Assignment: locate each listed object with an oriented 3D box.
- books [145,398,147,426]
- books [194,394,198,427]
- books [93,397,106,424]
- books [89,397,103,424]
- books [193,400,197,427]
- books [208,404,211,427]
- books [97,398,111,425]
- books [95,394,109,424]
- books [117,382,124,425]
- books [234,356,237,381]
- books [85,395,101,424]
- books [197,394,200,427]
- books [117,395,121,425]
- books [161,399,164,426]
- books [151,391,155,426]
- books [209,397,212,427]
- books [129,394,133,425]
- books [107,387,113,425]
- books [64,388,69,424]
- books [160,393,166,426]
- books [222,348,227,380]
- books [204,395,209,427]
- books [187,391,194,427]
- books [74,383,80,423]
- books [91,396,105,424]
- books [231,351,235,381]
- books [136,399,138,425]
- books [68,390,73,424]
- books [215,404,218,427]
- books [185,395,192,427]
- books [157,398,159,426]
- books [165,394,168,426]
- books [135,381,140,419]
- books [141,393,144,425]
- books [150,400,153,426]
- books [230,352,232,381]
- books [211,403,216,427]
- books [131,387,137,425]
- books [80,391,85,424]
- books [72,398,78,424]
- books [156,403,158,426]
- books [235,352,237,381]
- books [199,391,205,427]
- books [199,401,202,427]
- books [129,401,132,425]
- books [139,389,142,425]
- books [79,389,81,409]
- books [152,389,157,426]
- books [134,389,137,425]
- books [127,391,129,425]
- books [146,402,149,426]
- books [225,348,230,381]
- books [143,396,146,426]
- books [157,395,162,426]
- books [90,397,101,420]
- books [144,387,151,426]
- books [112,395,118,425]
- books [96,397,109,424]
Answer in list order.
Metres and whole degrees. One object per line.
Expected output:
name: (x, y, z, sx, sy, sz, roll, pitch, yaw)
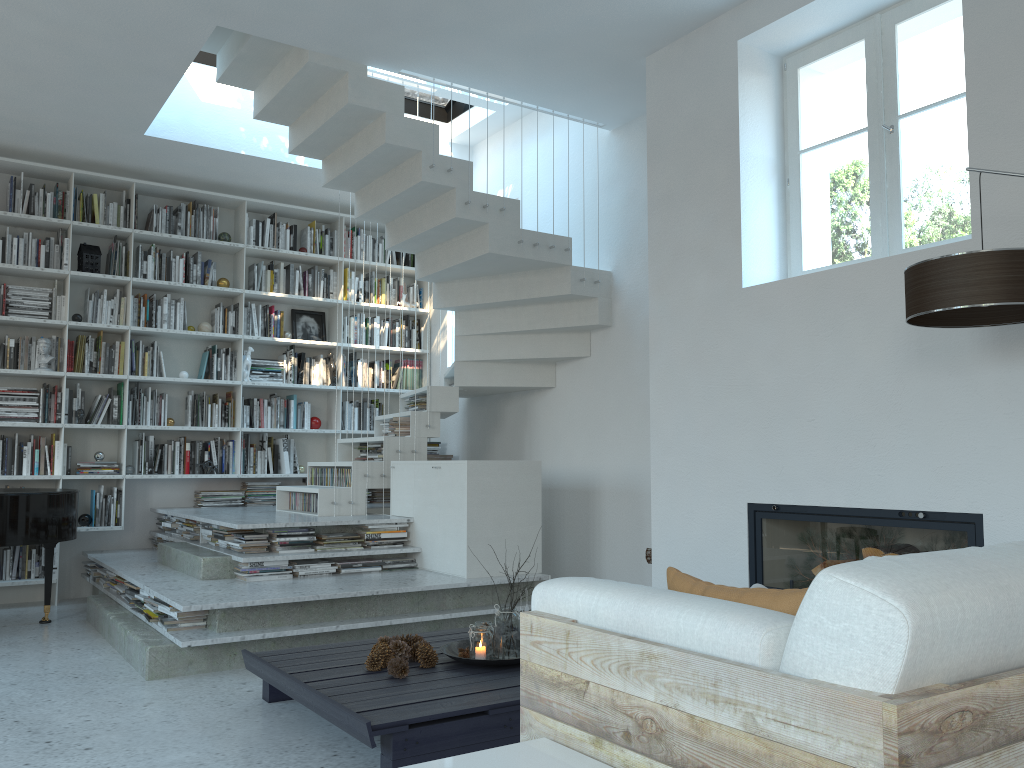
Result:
books: (-2.825, 0.217, 6.791, 0.013, 0.218, 0.161, 3, -6, -33)
books: (-2.510, 0.214, 7.012, 0.015, 0.262, 0.149, 3, -5, -33)
books: (-3.094, 0.208, 6.624, 0.090, 0.212, 0.143, 3, -6, -33)
books: (-3.108, 0.206, 6.596, 0.089, 0.210, 0.176, 3, -6, -33)
books: (-2.515, 0.236, 6.990, 0.016, 0.215, 0.178, 3, -6, -33)
books: (-2.426, 0.257, 7.039, 0.018, 0.182, 0.182, 3, -6, -33)
books: (-3.066, 0.213, 6.639, 0.091, 0.205, 0.169, 3, -6, -33)
books: (-3.081, 0.194, 6.633, 0.094, 0.238, 0.149, 3, -6, -33)
books: (-2.965, 0.155, 6.701, 0.014, 0.324, 0.183, 3, -5, -33)
books: (-2.271, -0.112, 7.193, 0.023, 0.212, 0.164, 3, -6, -33)
books: (-3.120, 0.196, 6.584, 0.095, 0.228, 0.190, 3, -6, -33)
books: (-2.500, 0.217, 7.018, 0.008, 0.258, 0.158, 3, -6, -33)
books: (-2.981, 0.204, 6.690, 0.021, 0.226, 0.148, 3, -6, -33)
books: (-2.722, 0.229, 6.861, 0.014, 0.207, 0.180, 3, -6, -33)
books: (-2.775, 0.196, 6.825, 0.012, 0.267, 0.183, 3, -6, -33)
books: (-2.427, 0.229, 7.077, 0.030, 0.244, 0.136, 3, -5, -33)
books: (-2.911, 0.203, 6.757, 0.011, 0.239, 0.136, 3, -5, -33)
books: (-3.025, 0.173, 6.675, 0.013, 0.285, 0.139, 3, -5, -33)
books: (-3.281, 0.169, 6.510, 0.024, 0.263, 0.154, 3, -5, -33)
books: (-2.713, 0.203, 6.875, 0.014, 0.261, 0.142, 3, -5, -33)
books: (-2.336, -0.147, 7.155, 0.032, 0.274, 0.154, 3, -5, -33)
books: (-2.441, 0.222, 7.032, 0.018, 0.250, 0.184, 3, -6, -33)
books: (-2.543, 0.200, 7.007, 0.016, 0.289, 0.131, 3, -5, -33)
books: (-3.215, 0.150, 6.545, 0.013, 0.306, 0.141, 3, -5, -33)
books: (-3.106, 0.200, 6.623, 0.095, 0.226, 0.144, 3, -6, -33)
books: (-2.276, -0.134, 7.172, 0.011, 0.252, 0.169, 3, -6, -33)
books: (-2.877, 0.222, 6.769, 0.013, 0.204, 0.154, 3, -6, -33)
books: (-3.257, 0.175, 6.521, 0.028, 0.252, 0.142, 3, -5, -33)
books: (-2.381, 0.260, 7.076, 0.019, 0.183, 0.190, 3, -6, -33)
books: (-2.551, 0.217, 6.986, 0.019, 0.251, 0.130, 3, -5, -33)
books: (-2.751, 0.221, 6.858, 0.008, 0.222, 0.134, 3, -6, -33)
books: (-2.702, 0.209, 6.882, 0.013, 0.251, 0.173, 3, -6, -33)
books: (-2.874, 0.155, 6.787, 0.007, 0.341, 0.149, 3, -5, -33)
books: (-2.844, 0.201, 6.778, 0.013, 0.248, 0.165, 3, -6, -33)
books: (-2.792, 0.228, 6.825, 0.013, 0.203, 0.167, 3, -6, -33)
books: (-2.296, -0.130, 7.179, 0.013, 0.244, 0.158, 3, -6, -33)
books: (-2.397, 0.254, 7.071, 0.015, 0.194, 0.175, 3, -6, -33)
books: (-2.891, 0.175, 6.756, 0.018, 0.295, 0.177, 3, -6, -33)
books: (-3.190, 0.182, 6.571, 0.035, 0.248, 0.141, 3, -5, -33)
books: (-3.223, 0.205, 6.517, 0.027, 0.192, 0.182, 3, -6, -33)
books: (-2.759, 0.242, 6.850, 0.013, 0.179, 0.140, 3, -6, -33)
books: (-2.252, -0.129, 7.195, 0.010, 0.245, 0.158, 3, -6, -33)
books: (-2.466, 0.206, 7.048, 0.007, 0.285, 0.159, 3, -5, -33)
books: (-2.494, 0.244, 7.043, 0.031, 0.208, 0.122, 3, -6, -33)
books: (-2.917, 0.227, 6.741, 0.015, 0.188, 0.168, 3, -6, -33)
books: (-2.850, 0.182, 6.772, 0.005, 0.283, 0.159, 3, -5, -33)
books: (-3.209, 0.172, 6.558, 0.012, 0.265, 0.157, 3, -5, -33)
books: (-2.768, 0.189, 6.849, 0.006, 0.285, 0.159, 3, -5, -33)
books: (-2.881, 0.183, 6.761, 0.006, 0.281, 0.155, 3, -5, -33)
books: (-2.922, 0.187, 6.728, 0.010, 0.266, 0.158, 3, -5, -33)
books: (-2.811, 0.233, 6.793, 0.013, 0.186, 0.184, 3, -6, -33)
books: (-2.306, -0.147, 7.149, 0.012, 0.273, 0.184, 3, -6, -33)
books: (-2.828, 0.211, 6.775, 0.011, 0.226, 0.188, 3, -6, -33)
books: (-2.736, 0.213, 6.857, 0.015, 0.238, 0.176, 3, -6, -33)
books: (-3.123, 0.201, 6.604, 0.088, 0.219, 0.138, 3, -6, -33)
books: (-2.799, 0.179, 6.804, 0.014, 0.296, 0.175, 3, -5, -33)
books: (-2.996, 0.203, 6.667, 0.029, 0.223, 0.171, 3, -6, -33)
books: (-3.082, 0.207, 6.642, 0.090, 0.215, 0.139, 3, -6, -33)
